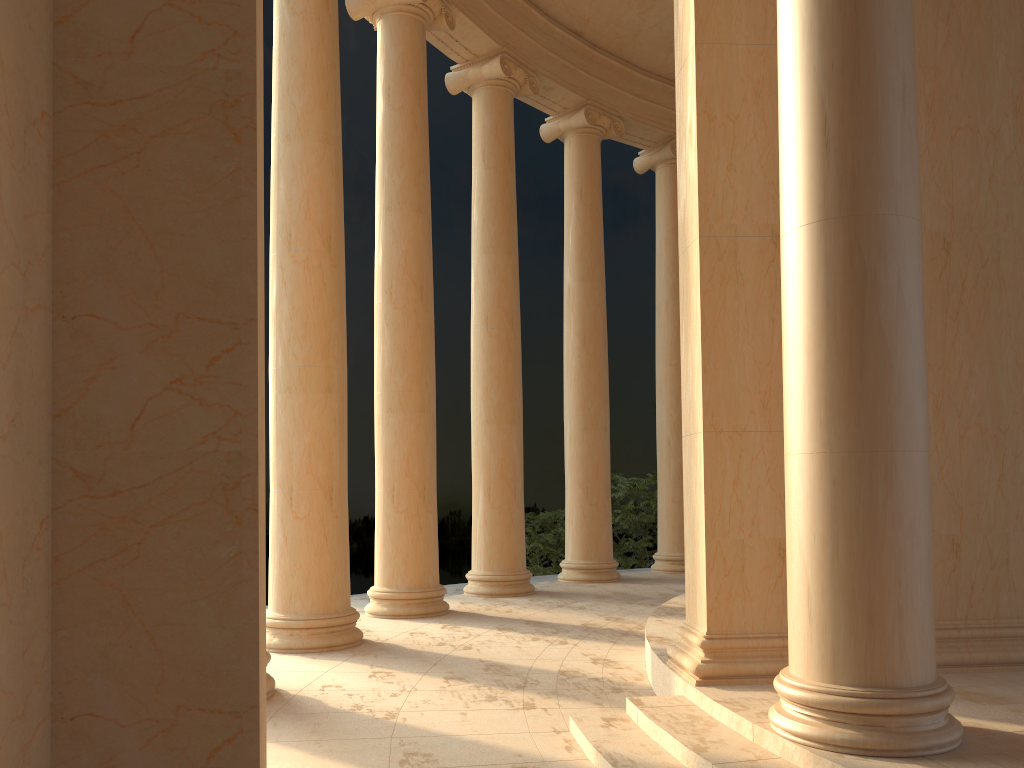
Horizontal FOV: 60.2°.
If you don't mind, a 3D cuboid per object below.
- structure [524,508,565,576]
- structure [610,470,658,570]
[{"bbox_3d":[46.194,309.601,1521.164,149.253,187.727,156.247,-1,-4,8],"label":"structure"},{"bbox_3d":[234.792,304.507,1607.359,247.137,298.537,238.586,-1,-4,-2],"label":"structure"}]
